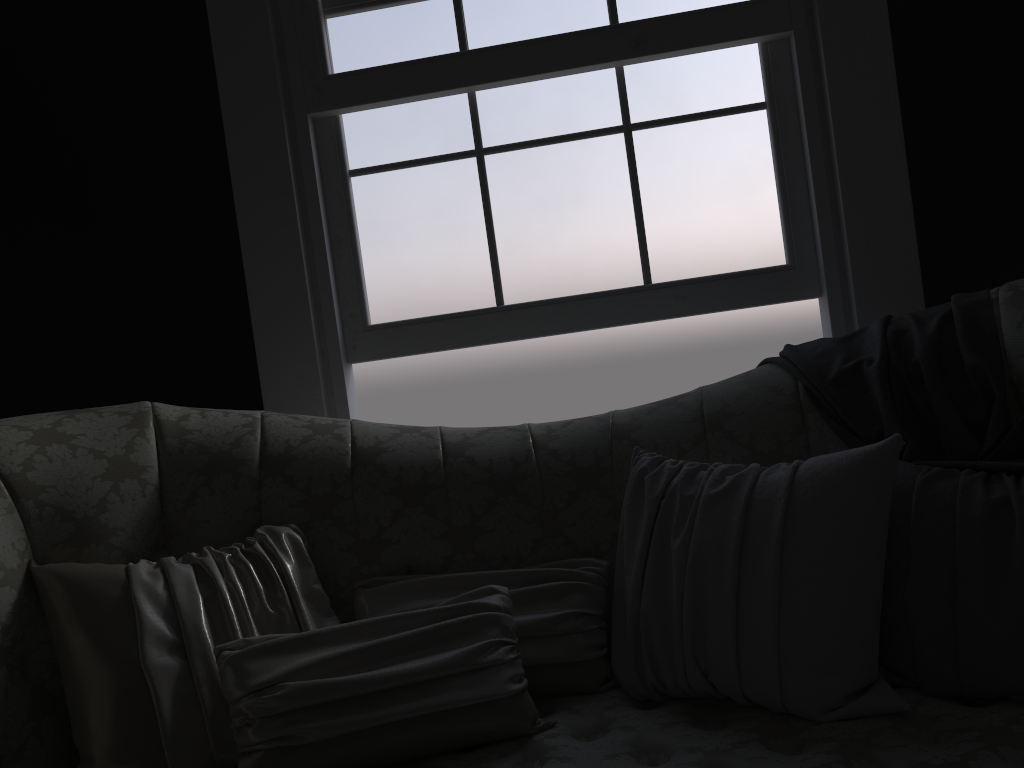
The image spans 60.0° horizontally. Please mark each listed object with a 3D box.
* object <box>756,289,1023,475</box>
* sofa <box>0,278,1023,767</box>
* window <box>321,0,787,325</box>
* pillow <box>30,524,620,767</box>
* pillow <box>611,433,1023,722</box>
[{"bbox_3d":[1.058,0.074,1.679,0.516,0.585,1.368,-8,1,-35],"label":"object"},{"bbox_3d":[0.138,0.490,1.684,2.814,1.161,1.605,-8,1,7],"label":"sofa"},{"bbox_3d":[0.066,-1.054,2.511,1.263,1.672,0.056,-8,1,6],"label":"window"},{"bbox_3d":[-0.356,0.468,1.663,1.105,0.416,0.528,-8,1,6],"label":"pillow"},{"bbox_3d":[0.630,0.313,1.581,0.964,0.462,0.404,-8,1,13],"label":"pillow"}]
